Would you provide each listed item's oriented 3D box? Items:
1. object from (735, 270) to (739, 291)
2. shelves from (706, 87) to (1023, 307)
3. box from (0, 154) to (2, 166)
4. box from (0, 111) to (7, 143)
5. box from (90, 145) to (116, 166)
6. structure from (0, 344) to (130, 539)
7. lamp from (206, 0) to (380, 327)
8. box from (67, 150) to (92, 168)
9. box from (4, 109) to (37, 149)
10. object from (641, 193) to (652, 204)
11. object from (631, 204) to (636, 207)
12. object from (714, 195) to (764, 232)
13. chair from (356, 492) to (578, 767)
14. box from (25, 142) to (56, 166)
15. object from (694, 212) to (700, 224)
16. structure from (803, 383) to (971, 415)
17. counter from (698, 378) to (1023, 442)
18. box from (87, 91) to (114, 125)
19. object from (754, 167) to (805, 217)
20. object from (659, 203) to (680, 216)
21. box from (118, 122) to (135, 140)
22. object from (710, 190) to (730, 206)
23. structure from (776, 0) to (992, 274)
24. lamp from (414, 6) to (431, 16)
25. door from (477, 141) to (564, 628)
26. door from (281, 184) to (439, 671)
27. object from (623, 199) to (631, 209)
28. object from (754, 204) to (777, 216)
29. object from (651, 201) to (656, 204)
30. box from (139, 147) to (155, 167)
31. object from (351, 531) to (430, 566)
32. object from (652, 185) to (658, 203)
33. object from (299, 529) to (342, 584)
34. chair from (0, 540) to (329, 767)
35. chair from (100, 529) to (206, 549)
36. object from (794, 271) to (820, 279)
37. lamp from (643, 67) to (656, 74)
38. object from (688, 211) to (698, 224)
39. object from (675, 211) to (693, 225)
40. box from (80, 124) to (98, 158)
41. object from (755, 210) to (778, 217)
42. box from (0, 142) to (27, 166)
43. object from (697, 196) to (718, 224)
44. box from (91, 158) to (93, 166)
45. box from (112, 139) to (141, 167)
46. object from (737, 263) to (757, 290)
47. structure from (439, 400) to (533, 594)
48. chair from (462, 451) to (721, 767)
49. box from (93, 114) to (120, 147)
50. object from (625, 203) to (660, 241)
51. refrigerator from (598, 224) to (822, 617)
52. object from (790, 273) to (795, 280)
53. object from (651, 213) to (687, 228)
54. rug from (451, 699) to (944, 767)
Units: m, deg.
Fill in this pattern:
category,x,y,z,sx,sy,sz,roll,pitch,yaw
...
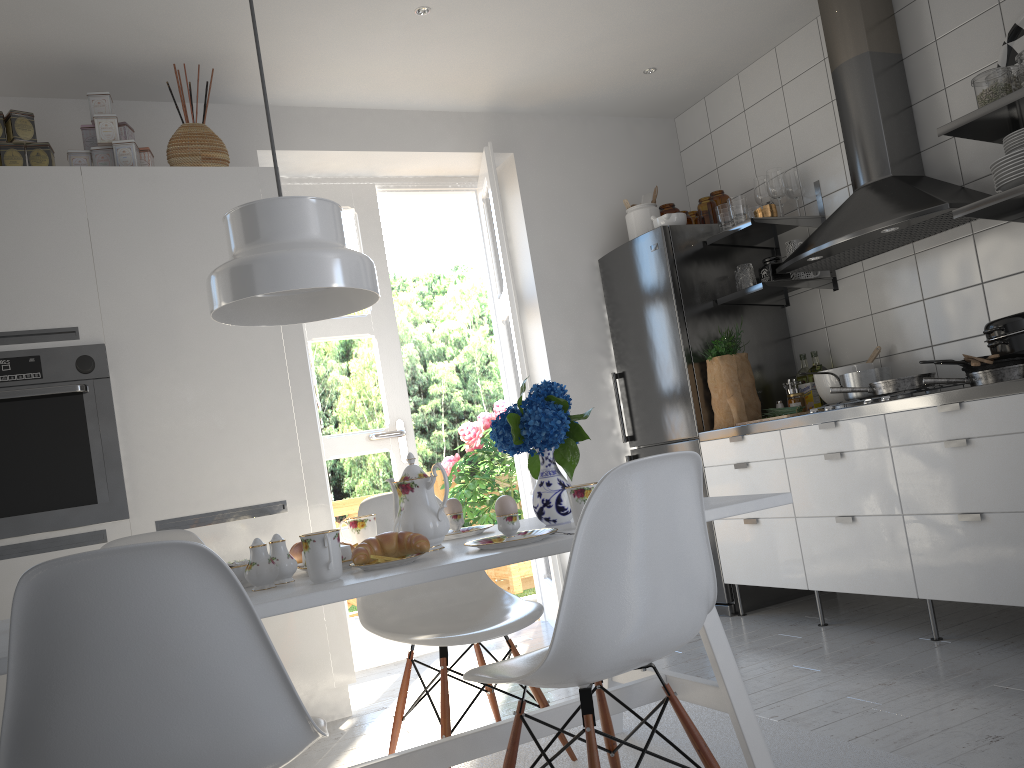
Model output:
category,x,y,z,sx,sy,sz,roll,pitch,yaw
object,1.082,-0.478,4.131,0.086,0.119,0.086,-8,-4,-16
shelves,1.646,-0.797,3.104,0.426,0.511,2.552,-7,-5,-26
box,-1.815,-0.767,3.073,0.081,0.110,0.081,-9,-4,-11
box,-1.801,-0.880,3.076,0.081,0.110,0.081,-7,-4,-26
box,-1.486,-0.804,3.246,0.081,0.110,0.081,-9,-4,-11
structure,-1.625,0.205,3.042,0.725,0.608,0.323,-7,-4,-26
lamp,-0.589,-0.821,2.028,0.373,1.320,0.374,-10,-3,5
box,-1.578,-0.790,3.244,0.081,0.110,0.081,-7,-4,-26
box,-1.723,-0.890,3.107,0.081,0.110,0.081,-13,-5,44
object,0.675,-0.835,4.500,0.065,0.289,0.140,-12,-4,37
object,0.651,-0.810,4.519,0.061,0.250,0.117,-9,-3,3
object,1.055,-0.774,4.096,0.228,0.134,0.191,-6,-6,-36
chair,-0.177,0.689,2.524,0.464,0.799,0.545,-7,-4,-32
box,-1.662,-0.786,3.132,0.081,0.110,0.081,-8,-4,-16
object,0.968,-0.800,4.453,0.093,0.127,0.093,-9,-4,-5
structure,1.453,0.055,3.446,0.489,0.029,0.469,-7,-6,-26
counter,1.823,-0.039,2.694,0.649,0.045,3.254,-7,-6,-26
box,-1.524,-1.016,3.292,0.081,0.110,0.081,-8,-4,-16
object,1.246,-0.858,4.122,0.205,0.244,0.193,-7,-4,-28
object,0.828,-0.816,4.625,0.117,0.236,0.118,-9,-3,-1
box,-1.464,-0.912,3.325,0.081,0.110,0.081,-9,-4,-1
object,1.028,-0.851,4.375,0.097,0.194,0.097,-8,-4,-27
structure,1.357,-1.091,3.551,0.471,1.090,0.872,-8,-4,-26
lamp,-0.340,-1.420,3.351,0.064,0.030,0.064,-6,-6,-34
door,0.044,0.050,4.356,0.156,2.321,0.604,-9,-3,-6
door,-0.776,0.175,4.267,0.601,2.321,0.157,-8,-3,-26
object,0.627,-0.811,4.516,0.054,0.262,0.149,-12,-4,39
object,1.137,-0.769,3.979,0.099,0.048,0.100,-9,-5,-3
object,0.717,-0.822,4.488,0.051,0.246,0.114,-11,-4,28
box,-1.380,-0.816,3.311,0.081,0.110,0.081,-9,-4,-11
object,-0.253,0.337,1.833,0.160,0.057,0.124,-8,-5,-11
object,0.715,-0.845,4.480,0.131,0.295,0.056,-12,-4,43
object,-0.362,0.330,1.688,0.078,0.095,0.091,-10,-4,10
chair,-0.521,0.643,1.415,0.464,0.799,0.544,-8,-4,-12
chair,-0.836,0.767,2.199,0.464,0.799,0.545,-7,-4,-27
object,1.340,-0.517,4.048,0.082,0.100,0.109,-6,-5,-37
lamp,0.654,-1.501,4.218,0.064,0.030,0.064,-6,-6,-34
object,0.954,-0.808,4.663,0.113,0.186,0.113,-9,-4,3
object,0.866,-0.792,4.500,0.113,0.154,0.113,-9,-4,2
box,-1.554,-0.899,3.304,0.081,0.110,0.081,-8,-4,-16
object,1.142,-0.748,3.977,0.100,0.036,0.100,-9,-5,-7
box,-1.740,-0.777,3.098,0.081,0.110,0.081,-7,-4,-26
object,0.953,-0.825,4.302,0.093,0.153,0.093,-9,-4,-4
box,-1.561,-0.783,3.344,0.081,0.110,0.081,-11,-4,29
box,-1.399,-0.820,3.224,0.081,0.110,0.081,-9,-4,-11
object,1.067,-0.484,4.032,0.086,0.119,0.086,-7,-4,-30
structure,-0.001,0.748,6.085,1.173,1.277,1.267,-7,-4,-25
chair,0.175,0.561,1.749,0.464,0.799,0.545,-7,-5,-37
box,-1.477,-0.918,3.237,0.081,0.110,0.081,-8,-4,-21
object,0.674,-0.790,4.492,0.173,0.208,0.174,-7,-5,-31
refrigerator,0.976,0.171,4.401,0.693,1.796,0.579,-8,-4,-26
object,1.304,-0.505,4.123,0.082,0.100,0.109,-6,-5,-37
object,0.768,-0.776,4.267,0.172,0.110,0.159,-6,-5,-31
rug,-0.283,1.059,1.929,2.305,0.004,1.433,-7,-6,-26
